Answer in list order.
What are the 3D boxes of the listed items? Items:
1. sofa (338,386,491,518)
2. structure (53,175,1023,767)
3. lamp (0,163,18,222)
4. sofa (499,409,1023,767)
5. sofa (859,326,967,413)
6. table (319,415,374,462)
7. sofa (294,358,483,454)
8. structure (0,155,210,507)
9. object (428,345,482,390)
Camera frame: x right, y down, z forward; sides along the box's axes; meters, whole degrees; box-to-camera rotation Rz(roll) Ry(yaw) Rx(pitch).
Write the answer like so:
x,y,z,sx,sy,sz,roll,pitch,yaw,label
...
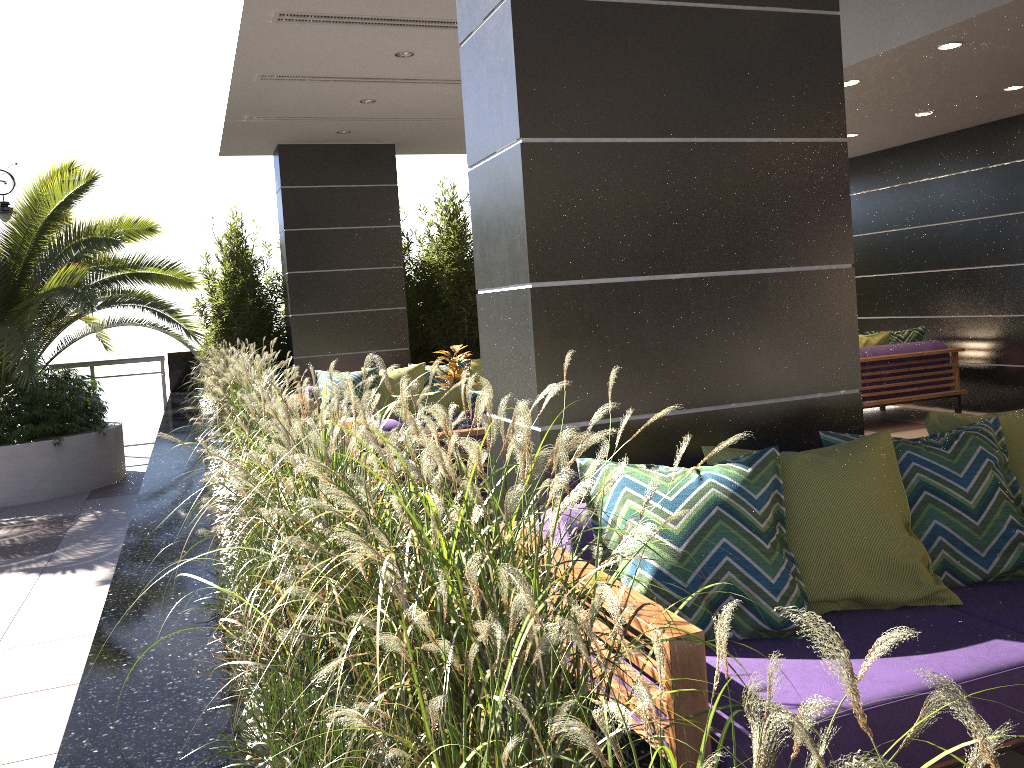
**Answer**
x,y,z,sx,sy,sz,roll,pitch,yaw,label
0.041,0.396,5.662,2.129,0.918,1.120,-6,4,-20,sofa
3.618,-0.510,0.585,7.829,3.115,24.755,-6,5,-20,structure
-5.726,-0.742,9.355,1.124,3.322,0.264,-5,2,-20,lamp
1.145,0.588,2.622,2.129,0.918,1.120,-6,4,-20,sofa
3.065,-0.057,8.449,2.129,0.918,1.120,-6,4,-20,sofa
-0.400,0.501,6.894,2.040,0.552,0.942,-6,4,-20,table
-0.836,0.244,8.075,2.129,0.918,1.120,-6,4,-20,sofa
-4.718,-0.675,8.002,3.747,3.297,3.816,-2,4,23,structure
-0.439,-0.036,6.881,0.430,0.525,0.426,-4,3,-3,object
